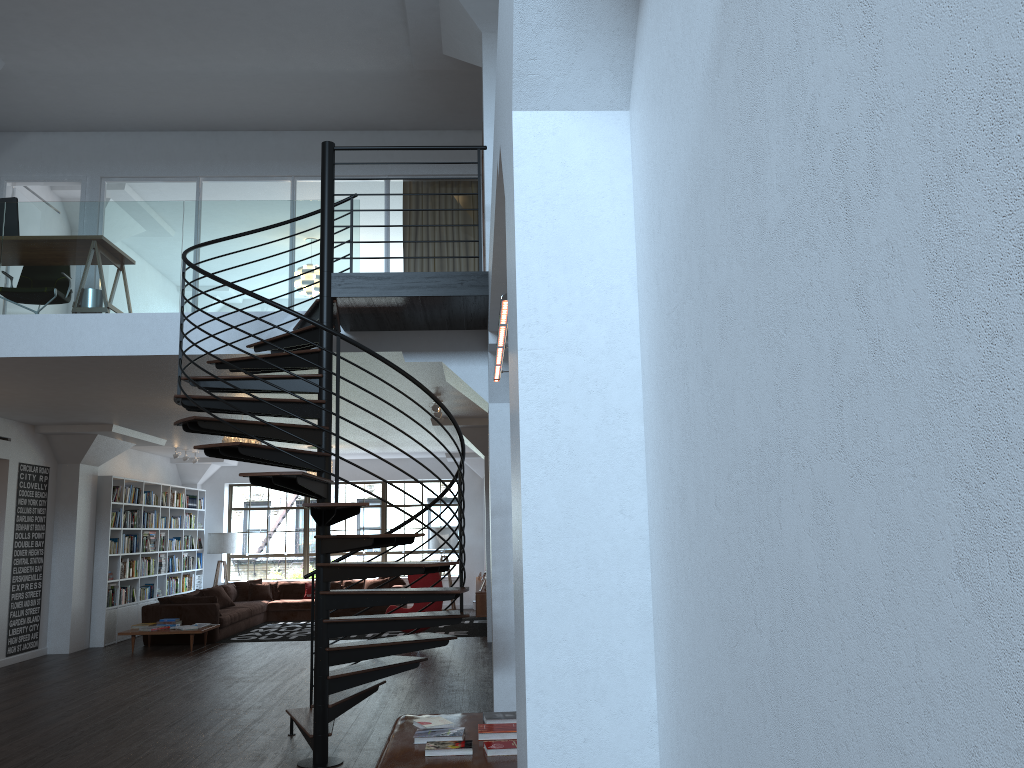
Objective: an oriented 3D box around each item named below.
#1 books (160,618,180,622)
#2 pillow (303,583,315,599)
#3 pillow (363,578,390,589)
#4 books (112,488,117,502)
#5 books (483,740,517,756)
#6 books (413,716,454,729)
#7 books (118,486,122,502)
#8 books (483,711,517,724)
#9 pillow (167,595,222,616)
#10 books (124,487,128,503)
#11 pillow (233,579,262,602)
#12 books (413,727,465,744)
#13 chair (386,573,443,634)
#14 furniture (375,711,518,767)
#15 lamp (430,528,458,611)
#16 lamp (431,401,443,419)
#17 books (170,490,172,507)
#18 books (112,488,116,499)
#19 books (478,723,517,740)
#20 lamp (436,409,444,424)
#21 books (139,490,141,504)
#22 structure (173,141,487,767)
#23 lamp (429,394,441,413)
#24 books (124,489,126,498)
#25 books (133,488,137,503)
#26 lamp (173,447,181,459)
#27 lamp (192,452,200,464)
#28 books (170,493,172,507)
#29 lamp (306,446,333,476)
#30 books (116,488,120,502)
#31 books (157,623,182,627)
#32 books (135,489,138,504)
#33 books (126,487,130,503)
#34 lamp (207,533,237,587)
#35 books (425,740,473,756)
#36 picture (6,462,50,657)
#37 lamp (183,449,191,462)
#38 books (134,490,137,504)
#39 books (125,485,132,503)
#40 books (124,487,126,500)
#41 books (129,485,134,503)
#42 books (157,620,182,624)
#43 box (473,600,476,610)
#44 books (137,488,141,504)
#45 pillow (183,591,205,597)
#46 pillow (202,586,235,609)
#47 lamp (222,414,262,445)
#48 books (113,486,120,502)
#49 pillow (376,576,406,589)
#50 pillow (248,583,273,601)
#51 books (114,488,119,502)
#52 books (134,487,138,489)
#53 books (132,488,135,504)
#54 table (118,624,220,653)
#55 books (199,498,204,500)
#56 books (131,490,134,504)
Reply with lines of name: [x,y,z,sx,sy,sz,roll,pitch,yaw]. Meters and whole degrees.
books: [-4.823,3.328,12.500,0.224,0.027,0.157,-2,-9,3]
pillow: [-3.610,3.823,16.381,0.465,0.308,0.220,0,-9,-6]
pillow: [-2.525,3.752,16.313,0.542,0.362,0.248,-4,-10,18]
books: [-5.933,1.640,13.065,0.167,0.210,0.162,-1,-9,-2]
books: [-0.017,1.736,4.232,0.224,0.036,0.161,0,-10,-8]
books: [-0.429,1.845,4.817,0.161,0.031,0.223,3,-10,-24]
books: [-5.936,1.647,13.239,0.170,0.251,0.118,-1,-9,-2]
books: [-0.025,1.840,4.874,0.254,0.044,0.183,0,-10,-8]
pillow: [-4.661,3.290,13.024,0.750,0.364,0.289,-1,-9,-3]
books: [-5.945,1.689,13.478,0.170,0.251,0.118,-1,-9,-2]
pillow: [-4.809,3.801,16.294,0.580,0.418,0.334,4,-11,-29]
books: [-0.367,1.786,4.505,0.247,0.040,0.185,-1,-9,1]
chair: [-1.348,3.086,12.393,0.801,1.006,0.798,-5,-10,23]
furniture: [-0.209,2.008,4.378,0.907,0.453,1.819,-1,-9,-2]
lamp: [-1.315,3.599,17.242,0.545,1.579,0.545,-3,-10,9]
lamp: [-0.859,0.301,10.284,0.120,0.211,0.111,7,-13,-42]
books: [-6.006,1.995,15.463,0.140,0.298,0.044,-1,-9,-2]
books: [-5.921,1.622,12.976,0.182,0.215,0.188,-1,-9,-2]
books: [-0.032,1.786,4.559,0.283,0.043,0.197,-1,-9,-3]
lamp: [-0.878,0.384,10.783,0.111,0.211,0.120,-7,-11,31]
books: [-5.970,1.790,14.035,0.167,0.233,0.077,-1,-9,-2]
structure: [-1.315,0.363,6.224,1.998,4.352,1.998,7,-13,-41]
lamp: [-0.840,0.215,9.773,0.120,0.211,0.111,4,-11,-28]
books: [-5.935,1.692,13.403,0.161,0.222,0.084,-1,-9,-2]
books: [-5.946,1.739,13.782,0.182,0.253,0.098,-1,-9,-2]
lamp: [-5.573,1.141,14.709,0.111,0.211,0.120,-7,-11,31]
lamp: [-5.610,1.310,15.719,0.120,0.211,0.111,4,-11,-28]
books: [-6.022,2.012,15.408,0.189,0.247,0.057,-1,-9,-2]
lamp: [-3.292,1.345,15.199,0.441,0.539,0.442,-9,-12,39]
books: [-5.926,1.649,13.164,0.161,0.222,0.084,-1,-9,-2]
books: [-4.822,3.394,12.487,0.312,0.037,0.216,1,-10,-12]
books: [-5.954,1.758,13.867,0.174,0.243,0.085,-1,-9,-2]
books: [-5.944,1.702,13.530,0.174,0.242,0.105,-1,-9,-2]
lamp: [-5.628,3.683,17.170,0.545,1.579,0.545,1,-10,-13]
books: [-0.300,1.743,4.246,0.224,0.032,0.161,-1,-9,-2]
picture: [-6.222,2.233,11.430,0.021,2.380,0.800,-1,-9,-2]
lamp: [-5.591,1.224,15.208,0.120,0.211,0.111,7,-13,-42]
books: [-5.959,1.745,13.828,0.182,0.255,0.077,-1,-9,-2]
books: [-5.953,1.693,13.620,0.176,0.293,0.125,-1,-9,-2]
books: [-5.945,1.684,13.435,0.159,0.248,0.089,-1,-9,-2]
books: [-5.960,1.704,13.682,0.197,0.290,0.136,-1,-9,-2]
books: [-4.827,3.359,12.496,0.279,0.035,0.191,-3,-10,8]
box: [-0.647,4.313,17.309,0.228,0.165,0.368,-1,-9,-2]
books: [-5.959,1.769,13.968,0.182,0.255,0.077,-1,-9,-2]
pillow: [-4.710,3.293,13.291,0.559,0.411,0.269,-10,-13,43]
pillow: [-4.870,3.552,14.691,0.325,0.391,0.625,-4,-10,14]
lamp: [-3.103,0.512,10.210,0.441,0.539,0.442,-9,-12,39]
books: [-5.936,1.641,13.196,0.159,0.248,0.089,-1,-9,-2]
pillow: [-2.327,3.695,16.497,0.651,0.587,0.335,3,-10,-23]
pillow: [-4.614,3.800,16.203,0.489,0.337,0.238,5,-11,-32]
books: [-5.927,1.645,13.130,0.161,0.218,0.101,-1,-9,-2]
books: [-5.979,1.756,13.921,0.180,0.265,0.103,-1,-9,-2]
books: [-5.948,1.736,13.749,0.159,0.248,0.089,-1,-9,-2]
table: [-4.696,3.498,12.191,1.100,0.271,0.853,-1,-9,-2]
books: [-6.079,2.328,17.251,0.140,0.231,0.042,-1,-9,-2]
books: [-5.950,1.744,13.715,0.161,0.222,0.083,-1,-9,-2]
